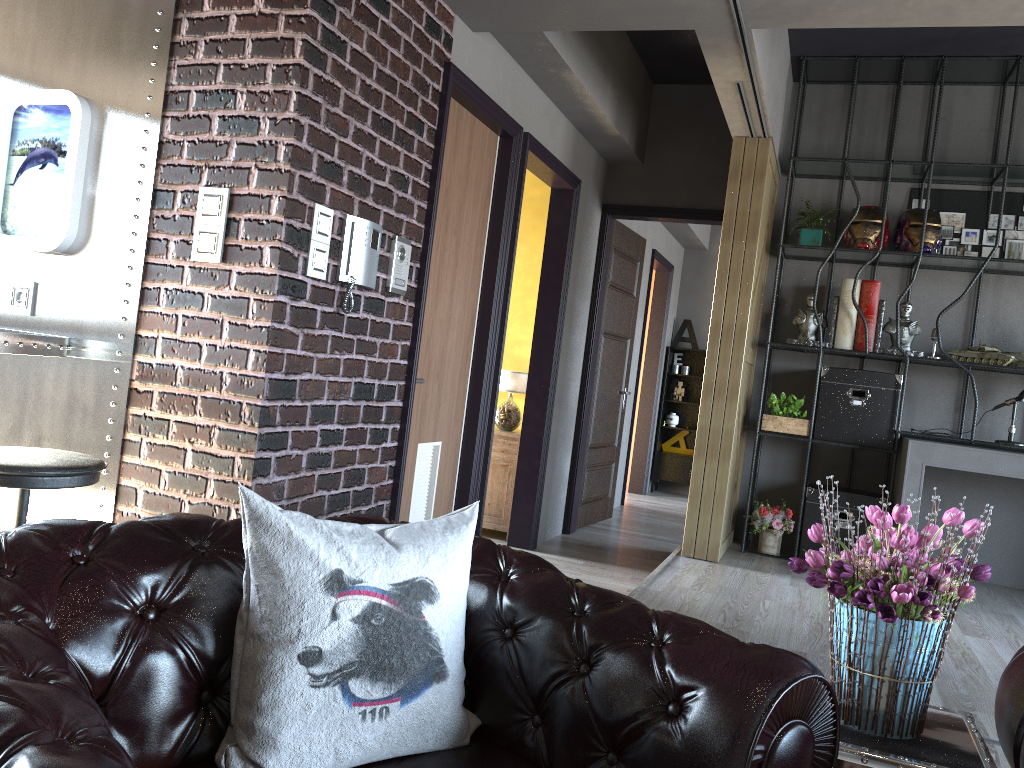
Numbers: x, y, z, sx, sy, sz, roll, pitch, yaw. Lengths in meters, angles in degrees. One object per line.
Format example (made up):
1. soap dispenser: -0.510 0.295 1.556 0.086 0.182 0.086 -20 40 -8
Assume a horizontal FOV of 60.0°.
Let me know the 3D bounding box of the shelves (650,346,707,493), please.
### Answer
1. shelves: 2.156 0.460 10.088 0.912 1.677 0.353 7 0 20

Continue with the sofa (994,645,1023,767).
1. sofa: 2.121 1.047 1.286 2.567 0.838 1.239 7 1 19

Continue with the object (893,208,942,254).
1. object: 2.625 -0.973 5.709 0.280 0.327 0.399 7 1 9

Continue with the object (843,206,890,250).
1. object: 2.327 -1.012 5.816 0.280 0.327 0.399 7 1 25

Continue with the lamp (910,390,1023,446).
1. lamp: 2.946 0.167 5.612 0.740 0.371 0.204 8 1 44

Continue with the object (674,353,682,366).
1. object: 1.940 -0.288 10.343 0.107 0.151 0.055 7 0 20

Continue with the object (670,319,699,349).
1. object: 2.028 -0.578 10.321 0.343 0.344 0.057 7 0 20

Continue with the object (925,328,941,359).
1. object: 2.661 -0.255 5.582 0.093 0.200 0.093 7 0 15

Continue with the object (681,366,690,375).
1. object: 2.006 -0.155 10.269 0.095 0.101 0.095 8 1 42

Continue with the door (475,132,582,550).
1. door: -0.381 -0.210 5.723 1.099 2.544 1.149 7 0 20

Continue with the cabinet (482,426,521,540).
1. cabinet: -0.549 0.647 6.621 1.433 0.750 0.408 7 1 20

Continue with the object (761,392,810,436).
1. object: 1.812 0.189 5.819 0.304 0.265 0.180 7 1 20

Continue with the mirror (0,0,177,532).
1. mirror: -1.759 -0.795 3.346 1.048 3.460 0.050 7 0 20

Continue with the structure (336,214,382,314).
1. structure: -0.583 -0.448 3.451 0.068 0.370 0.279 7 1 19

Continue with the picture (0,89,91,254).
1. picture: -1.772 -0.795 3.312 0.412 0.599 0.047 7 0 20

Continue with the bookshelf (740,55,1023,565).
1. bookshelf: 3.865 -0.238 5.287 4.485 3.282 0.526 7 0 20

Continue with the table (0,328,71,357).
1. table: -2.190 0.341 2.599 0.656 1.130 1.598 7 1 19

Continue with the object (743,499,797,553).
1. object: 1.708 0.930 5.900 0.345 0.362 0.331 7 1 23

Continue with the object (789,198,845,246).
1. object: 2.011 -1.056 5.945 0.324 0.339 0.295 7 1 -24

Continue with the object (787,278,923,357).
1. object: 2.272 -0.439 5.842 0.834 0.466 0.289 7 1 20

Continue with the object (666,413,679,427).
1. object: 1.843 0.413 10.190 0.139 0.162 0.139 7 1 -15

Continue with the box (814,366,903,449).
1. box: 2.265 0.147 5.827 0.489 0.481 0.373 7 1 20

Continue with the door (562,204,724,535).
1. door: 1.244 -0.036 7.130 1.150 2.544 1.128 7 0 20

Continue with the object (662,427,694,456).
1. object: 1.949 0.647 10.301 0.393 0.321 0.057 7 0 20

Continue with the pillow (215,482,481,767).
1. pillow: -0.278 0.453 1.713 0.541 0.502 0.290 7 1 -33

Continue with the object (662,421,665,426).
1. object: 1.739 0.449 10.140 0.031 0.054 0.042 7 1 -25

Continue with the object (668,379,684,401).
1. object: 1.892 0.063 10.206 0.190 0.254 0.129 7 0 18

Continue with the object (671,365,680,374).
1. object: 1.898 -0.169 10.308 0.095 0.101 0.095 8 1 42

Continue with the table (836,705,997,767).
1. table: 0.700 0.976 1.788 0.418 0.609 0.405 7 1 20

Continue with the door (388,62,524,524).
1. door: -0.360 -0.181 4.474 0.219 2.540 1.002 7 0 19

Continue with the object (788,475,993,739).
1. object: 0.759 0.442 1.789 0.352 0.484 0.349 7 1 -40

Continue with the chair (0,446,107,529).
1. chair: -1.504 0.600 2.672 0.439 0.781 0.439 7 0 -2

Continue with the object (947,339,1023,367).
1. object: 3.045 -0.191 5.563 0.206 0.170 0.578 7 1 -35

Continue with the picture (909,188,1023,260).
1. picture: 3.016 -1.032 5.852 0.749 0.503 0.058 7 0 20

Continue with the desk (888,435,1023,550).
1. desk: 3.400 0.904 5.225 2.131 0.886 0.844 7 1 20

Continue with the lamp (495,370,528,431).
1. lamp: -0.063 0.422 6.461 0.291 1.045 0.441 7 0 -7

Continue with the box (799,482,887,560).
1. box: 2.168 0.927 5.830 0.489 0.481 0.373 7 1 20

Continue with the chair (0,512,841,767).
1. chair: -0.364 0.731 1.556 1.491 0.845 1.246 6 1 -40
